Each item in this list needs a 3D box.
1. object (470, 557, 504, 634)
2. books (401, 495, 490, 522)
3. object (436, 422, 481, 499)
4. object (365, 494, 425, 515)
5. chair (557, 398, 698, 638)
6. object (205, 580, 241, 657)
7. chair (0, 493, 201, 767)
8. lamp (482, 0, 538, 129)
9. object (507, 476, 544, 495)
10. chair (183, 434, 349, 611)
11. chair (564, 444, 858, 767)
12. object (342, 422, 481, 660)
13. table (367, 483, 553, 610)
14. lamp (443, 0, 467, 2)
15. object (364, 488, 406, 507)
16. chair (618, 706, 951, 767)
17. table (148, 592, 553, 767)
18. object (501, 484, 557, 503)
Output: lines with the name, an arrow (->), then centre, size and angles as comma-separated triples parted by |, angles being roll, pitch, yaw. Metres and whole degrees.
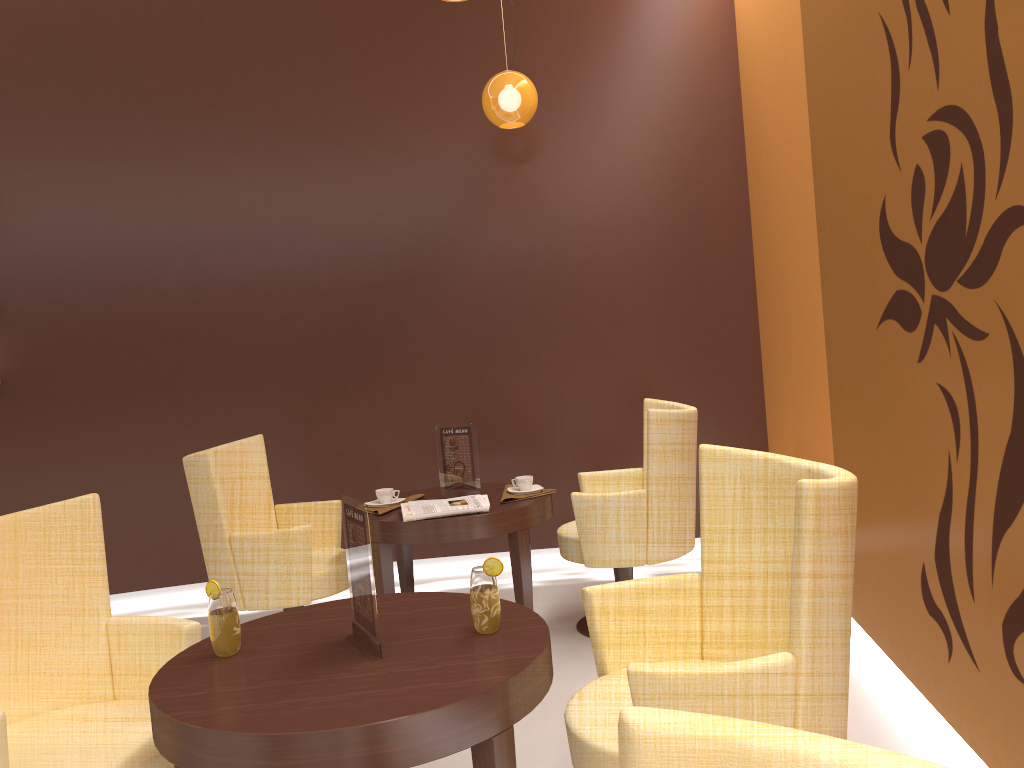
object -> -0.060, 0.480, 2.020 | 0.072, 0.171, 0.067 | -7, 3, -36
books -> -0.278, 0.505, 3.642 | 0.367, 0.035, 0.345 | -5, 2, -4
object -> -0.240, 0.339, 3.933 | 0.209, 0.335, 0.042 | -4, 3, 29
object -> -0.574, 0.528, 3.888 | 0.239, 0.021, 0.464 | -4, 2, 20
chair -> 0.542, 0.604, 4.086 | 0.685, 1.017, 0.729 | -5, 2, 5
object -> -0.658, 0.532, 2.017 | 0.072, 0.171, 0.067 | -5, 2, -11
chair -> -1.134, 0.827, 2.131 | 0.685, 1.017, 0.729 | -4, 2, 23
lamp -> -0.065, -2.120, 4.686 | 0.299, 1.500, 0.299 | -5, 2, 6
object -> 0.057, 0.443, 3.897 | 0.153, 0.069, 0.153 | -5, 2, -11
chair -> -1.039, 0.750, 3.917 | 0.685, 1.017, 0.729 | -5, 2, 3
chair -> 0.458, 0.690, 2.049 | 0.685, 1.017, 0.729 | -5, 2, -6
object -> -0.276, 0.381, 2.937 | 0.187, 0.335, 2.090 | -5, 2, 2
table -> -0.231, 0.848, 3.916 | 0.872, 0.679, 0.874 | -3, 3, 42
lamp -> -0.246, -2.035, 2.897 | 0.299, 1.500, 0.299 | -7, 3, -41
object -> -0.558, 0.497, 3.888 | 0.153, 0.069, 0.153 | -4, 3, 32
chair -> 0.169, 0.780, 0.364 | 0.685, 1.017, 0.729 | -6, 2, -26
table -> -0.319, 0.930, 2.006 | 0.872, 0.679, 0.874 | -3, 3, 37
object -> 0.077, 0.471, 3.889 | 0.239, 0.021, 0.464 | -5, 2, 2
